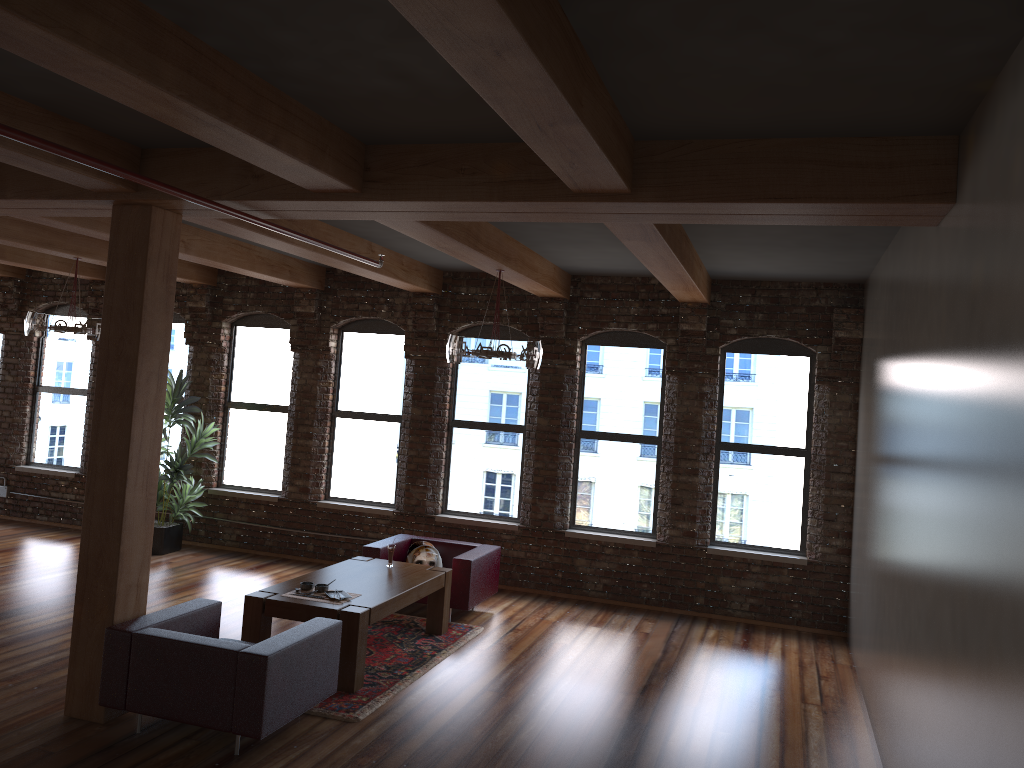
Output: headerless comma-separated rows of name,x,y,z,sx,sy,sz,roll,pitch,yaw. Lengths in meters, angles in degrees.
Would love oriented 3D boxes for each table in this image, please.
table,-1.217,1.813,6.917,0.901,0.551,1.746,4,-1,17

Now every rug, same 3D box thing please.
rug,-1.242,2.084,6.856,1.344,0.009,2.456,4,0,17

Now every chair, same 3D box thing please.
chair,-0.760,1.831,8.386,1.071,0.594,0.863,4,-1,17
chair,-1.723,1.741,5.326,1.071,0.594,0.863,4,-1,17

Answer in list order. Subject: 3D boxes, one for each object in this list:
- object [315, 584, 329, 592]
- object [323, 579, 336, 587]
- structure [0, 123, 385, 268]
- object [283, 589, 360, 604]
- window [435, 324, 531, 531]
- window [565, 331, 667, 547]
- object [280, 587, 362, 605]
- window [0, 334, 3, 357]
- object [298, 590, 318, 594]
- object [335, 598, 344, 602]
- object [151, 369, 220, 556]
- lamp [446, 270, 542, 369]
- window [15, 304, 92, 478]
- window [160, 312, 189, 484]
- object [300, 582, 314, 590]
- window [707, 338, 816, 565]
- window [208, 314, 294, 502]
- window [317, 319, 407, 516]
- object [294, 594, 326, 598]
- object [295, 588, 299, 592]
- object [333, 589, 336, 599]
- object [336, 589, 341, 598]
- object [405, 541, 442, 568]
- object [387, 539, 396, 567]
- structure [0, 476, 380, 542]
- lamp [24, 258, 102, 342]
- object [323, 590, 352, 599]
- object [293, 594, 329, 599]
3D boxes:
object,-1.396,1.496,6.492,0.098,0.043,0.099,5,-1,-35
object,-1.365,1.472,6.502,0.137,0.080,0.045,4,-2,-17
structure,-2.030,-1.070,3.835,0.051,0.112,6.792,3,-1,17
object,-1.371,1.520,6.379,0.471,0.003,0.331,4,0,17
window,-0.279,0.435,9.771,0.969,2.220,0.234,3,-3,17
window,1.119,0.530,9.337,0.969,2.220,0.234,3,-3,17
object,-1.371,1.520,6.380,0.469,0.001,0.351,4,0,17
window,-7.274,-0.045,11.944,0.969,2.220,0.235,3,-3,17
object,-1.475,1.496,6.377,0.153,0.031,0.045,4,-1,2
object,-1.214,1.518,6.235,0.059,0.021,0.018,4,-2,4
object,-4.004,0.864,10.249,1.081,2.108,0.963,3,-3,30
lamp,-0.128,-0.560,7.478,0.807,0.817,0.809,5,-2,-32
window,-5.875,0.051,11.508,0.969,2.220,0.231,3,-3,17
window,-4.475,0.147,11.075,0.969,2.220,0.234,3,-3,17
object,-1.509,1.489,6.524,0.099,0.043,0.098,3,-1,43
window,2.518,0.626,8.902,0.969,2.220,0.234,3,-3,17
window,-3.076,0.243,10.640,0.969,2.220,0.234,3,-3,17
window,-1.678,0.339,10.206,0.969,2.220,0.234,3,-3,17
object,-1.458,1.509,6.322,0.270,0.008,0.007,4,-2,7
object,-1.556,1.496,6.421,0.018,0.021,0.059,5,-1,-31
object,-1.271,1.505,6.358,0.007,0.008,0.270,4,0,-9
object,-1.247,1.506,6.373,0.007,0.008,0.270,5,-1,-17
object,-0.844,1.647,8.297,0.364,0.297,0.754,4,-1,-11
object,-1.023,1.439,7.553,0.094,0.233,0.076,6,-4,-40
structure,-7.596,1.237,11.796,13.711,0.314,1.630,4,-1,10
lamp,-4.349,-0.849,8.789,0.808,0.817,0.809,5,-2,-30
object,-1.253,1.518,6.368,0.154,0.018,0.213,4,0,-28
object,-1.429,1.511,6.293,0.270,0.008,0.007,4,-2,13
